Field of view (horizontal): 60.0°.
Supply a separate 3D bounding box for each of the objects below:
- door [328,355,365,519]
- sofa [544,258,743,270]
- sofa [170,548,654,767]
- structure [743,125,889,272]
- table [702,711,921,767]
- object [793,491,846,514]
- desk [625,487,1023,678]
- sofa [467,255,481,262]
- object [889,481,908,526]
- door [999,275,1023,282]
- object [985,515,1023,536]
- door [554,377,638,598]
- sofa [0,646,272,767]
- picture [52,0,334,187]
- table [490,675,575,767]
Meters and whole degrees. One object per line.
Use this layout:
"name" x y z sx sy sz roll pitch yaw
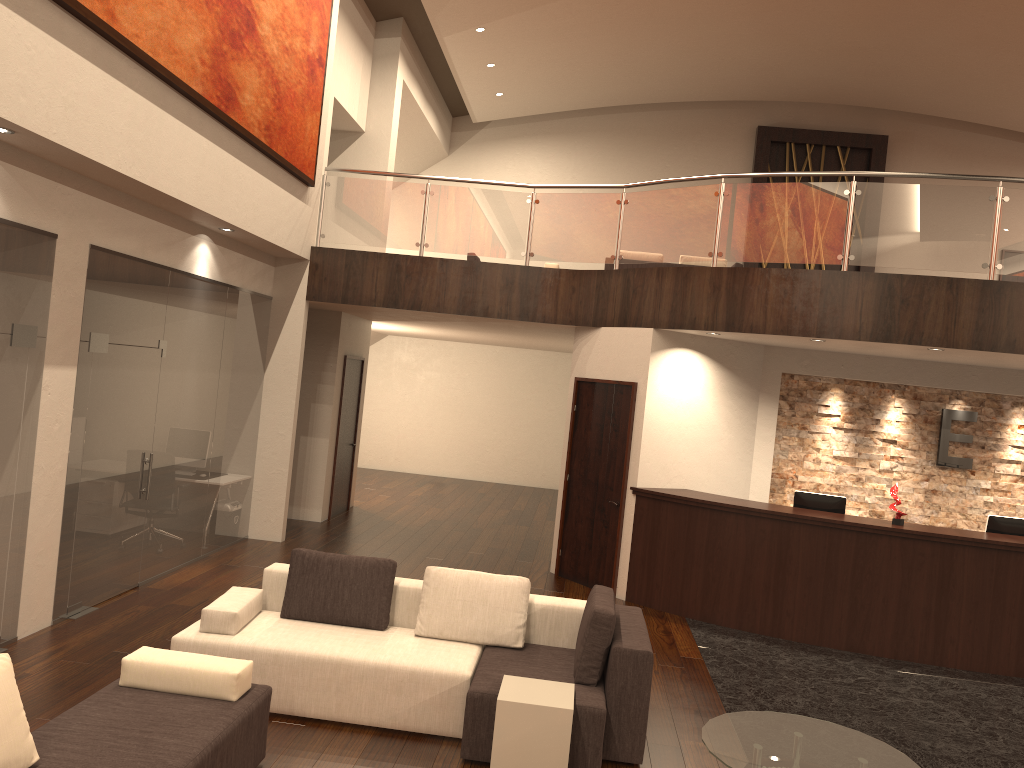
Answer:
"door" -2.346 0.722 12.528 0.104 2.232 0.990 6 0 5
"sofa" 2.139 -1.577 14.474 3.366 0.862 2.586 6 0 5
"sofa" -0.588 1.615 5.522 2.846 0.862 1.291 6 0 5
"structure" 5.934 -2.898 17.606 2.524 4.236 0.187 6 0 5
"table" 1.119 1.829 3.447 0.833 0.795 0.844 6 0 44
"object" 3.001 1.317 8.698 0.483 0.485 0.189 6 0 20
"desk" 4.659 1.984 8.468 7.146 1.171 1.674 6 0 6
"sofa" 0.675 -1.733 16.102 3.366 0.862 2.586 6 0 5
"object" 3.542 1.094 8.120 0.163 0.390 0.165 6 0 13
"door" 9.990 -1.474 17.351 0.990 2.232 0.104 6 0 5
"object" 4.673 1.489 8.286 0.483 0.485 0.189 6 0 5
"door" 0.899 1.064 9.547 0.104 2.232 0.990 6 0 -35
"sofa" -1.110 1.571 2.947 2.586 0.862 3.366 6 0 5
"picture" -2.374 -3.467 6.645 0.070 2.526 6.485 6 0 5
"table" 0.114 1.893 4.802 0.400 0.460 0.400 6 0 5
